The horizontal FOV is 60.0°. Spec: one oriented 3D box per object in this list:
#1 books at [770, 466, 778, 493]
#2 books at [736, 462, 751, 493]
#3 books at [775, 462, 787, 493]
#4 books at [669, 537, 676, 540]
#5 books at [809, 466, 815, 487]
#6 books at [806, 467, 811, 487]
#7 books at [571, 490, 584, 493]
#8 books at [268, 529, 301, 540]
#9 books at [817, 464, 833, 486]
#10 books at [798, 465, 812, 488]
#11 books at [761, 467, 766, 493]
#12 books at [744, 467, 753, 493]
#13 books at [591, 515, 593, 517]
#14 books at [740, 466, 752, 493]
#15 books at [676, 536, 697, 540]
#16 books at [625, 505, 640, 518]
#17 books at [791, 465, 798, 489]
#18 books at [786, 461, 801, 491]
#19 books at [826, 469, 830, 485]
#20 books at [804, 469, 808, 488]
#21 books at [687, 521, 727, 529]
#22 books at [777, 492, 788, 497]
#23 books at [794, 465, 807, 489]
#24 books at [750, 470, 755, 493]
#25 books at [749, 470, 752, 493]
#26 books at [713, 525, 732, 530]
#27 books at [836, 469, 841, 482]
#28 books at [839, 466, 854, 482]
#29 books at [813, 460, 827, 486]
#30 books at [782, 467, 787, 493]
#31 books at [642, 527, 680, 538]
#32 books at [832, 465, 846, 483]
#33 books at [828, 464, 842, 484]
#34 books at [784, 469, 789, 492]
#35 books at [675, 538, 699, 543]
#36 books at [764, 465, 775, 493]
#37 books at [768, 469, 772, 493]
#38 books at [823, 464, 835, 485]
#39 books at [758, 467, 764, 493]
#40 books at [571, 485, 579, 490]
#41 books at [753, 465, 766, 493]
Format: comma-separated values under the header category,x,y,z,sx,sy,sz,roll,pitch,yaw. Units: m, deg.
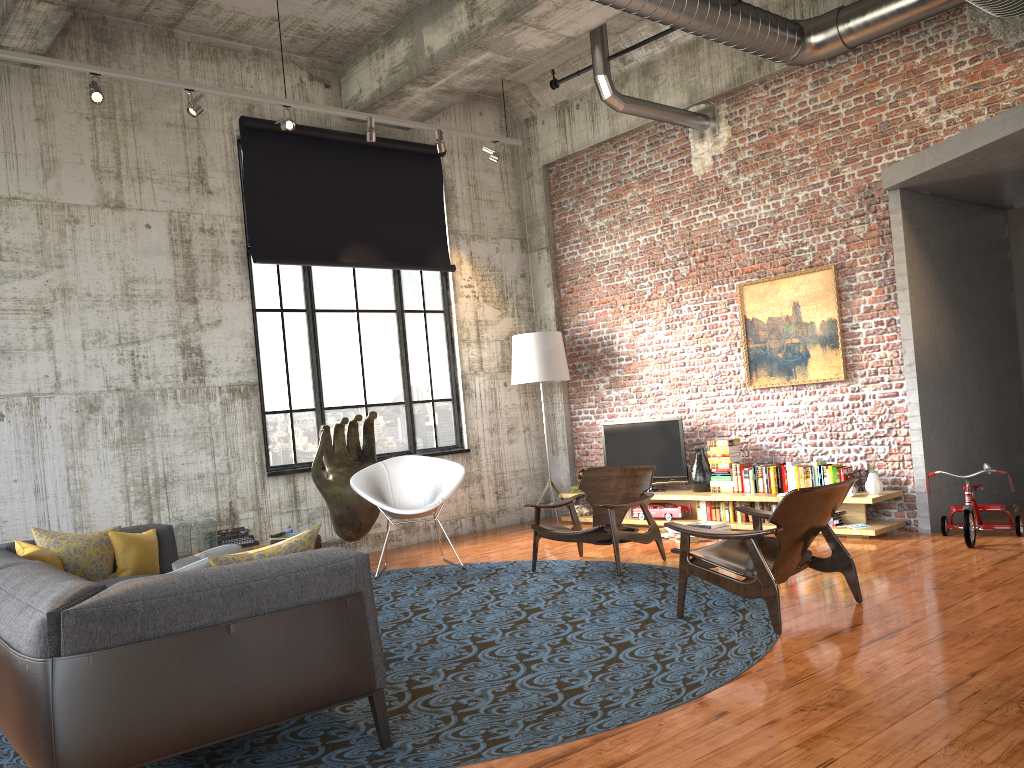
category,x,y,z,sx,sy,sz,roll,pitch,yaw
books,2.553,0.912,8.510,0.183,0.253,0.034,-5,0,-40
books,2.314,0.929,8.810,0.198,0.284,0.040,-5,0,-40
books,2.620,0.894,8.502,0.197,0.284,0.066,-5,-1,-41
books,1.610,1.476,8.485,0.189,0.012,0.133,-3,-3,-43
books,2.835,0.881,8.227,0.183,0.253,0.034,-5,0,-41
books,2.819,0.891,8.264,0.174,0.240,0.045,-5,-1,-41
books,0.885,1.237,10.351,0.302,0.037,0.243,-7,-3,42
books,-1.884,1.274,7.527,0.229,0.043,0.300,-6,-2,24
books,2.894,0.871,8.169,0.180,0.259,0.060,-5,-1,-41
books,2.764,0.894,8.319,0.171,0.246,0.057,-5,-1,-41
books,2.489,0.922,8.591,0.160,0.250,0.032,-5,0,-40
books,2.363,0.944,8.726,0.174,0.240,0.045,-5,-1,-40
books,1.012,1.484,10.093,0.167,0.021,0.210,-6,-2,25
books,2.331,0.943,8.779,0.160,0.250,0.026,-5,0,-40
books,1.629,1.431,8.277,0.189,0.022,0.133,-6,-2,11
books,1.285,1.372,9.823,0.173,0.218,0.232,-5,-1,-40
books,2.714,0.897,8.379,0.183,0.253,0.034,-5,0,-41
books,2.685,0.882,8.413,0.176,0.290,0.053,-5,0,-41
books,2.938,0.883,8.115,0.161,0.223,0.027,-5,0,-41
books,2.791,0.902,8.286,0.161,0.223,0.027,-5,0,-41
books,1.855,1.345,8.446,0.236,0.035,0.297,-4,-2,-38
books,2.616,1.005,8.117,0.214,0.040,0.317,-4,-2,-40
books,2.732,0.895,8.351,0.183,0.253,0.034,-5,0,-41
books,2.400,0.947,8.676,0.161,0.223,0.026,-5,0,-40
books,2.390,0.949,8.701,0.161,0.223,0.027,-5,0,-40
books,1.884,1.372,8.454,0.262,0.028,0.320,-4,-2,-30
books,3.003,0.874,8.034,0.161,0.223,0.026,-5,0,-41
books,3.032,0.867,8.018,0.168,0.231,0.037,-5,-1,-41
books,2.863,0.859,8.207,0.176,0.290,0.036,-5,0,-41
books,2.640,0.908,8.458,0.159,0.250,0.026,-5,0,-41
books,1.516,1.462,8.764,0.300,0.049,0.423,-4,-2,-26
books,2.988,0.869,8.068,0.174,0.240,0.045,-5,-1,-41
books,2.962,0.865,8.098,0.183,0.253,0.034,-5,0,-41
books,2.656,0.920,8.437,0.161,0.223,0.026,-5,0,-41
books,1.634,1.457,8.275,0.182,0.030,0.129,-5,-2,-18
books,2.511,0.915,8.567,0.180,0.259,0.034,-5,0,-40
books,2.544,0.926,8.547,0.168,0.231,0.037,-5,0,-40
books,2.919,0.872,8.134,0.159,0.250,0.026,-5,0,-41
books,2.466,0.927,8.614,0.171,0.246,0.032,-5,0,-40
books,0.882,1.200,10.351,0.302,0.037,0.243,-6,-2,29
books,2.429,0.929,8.662,0.183,0.253,0.034,-5,0,-40
